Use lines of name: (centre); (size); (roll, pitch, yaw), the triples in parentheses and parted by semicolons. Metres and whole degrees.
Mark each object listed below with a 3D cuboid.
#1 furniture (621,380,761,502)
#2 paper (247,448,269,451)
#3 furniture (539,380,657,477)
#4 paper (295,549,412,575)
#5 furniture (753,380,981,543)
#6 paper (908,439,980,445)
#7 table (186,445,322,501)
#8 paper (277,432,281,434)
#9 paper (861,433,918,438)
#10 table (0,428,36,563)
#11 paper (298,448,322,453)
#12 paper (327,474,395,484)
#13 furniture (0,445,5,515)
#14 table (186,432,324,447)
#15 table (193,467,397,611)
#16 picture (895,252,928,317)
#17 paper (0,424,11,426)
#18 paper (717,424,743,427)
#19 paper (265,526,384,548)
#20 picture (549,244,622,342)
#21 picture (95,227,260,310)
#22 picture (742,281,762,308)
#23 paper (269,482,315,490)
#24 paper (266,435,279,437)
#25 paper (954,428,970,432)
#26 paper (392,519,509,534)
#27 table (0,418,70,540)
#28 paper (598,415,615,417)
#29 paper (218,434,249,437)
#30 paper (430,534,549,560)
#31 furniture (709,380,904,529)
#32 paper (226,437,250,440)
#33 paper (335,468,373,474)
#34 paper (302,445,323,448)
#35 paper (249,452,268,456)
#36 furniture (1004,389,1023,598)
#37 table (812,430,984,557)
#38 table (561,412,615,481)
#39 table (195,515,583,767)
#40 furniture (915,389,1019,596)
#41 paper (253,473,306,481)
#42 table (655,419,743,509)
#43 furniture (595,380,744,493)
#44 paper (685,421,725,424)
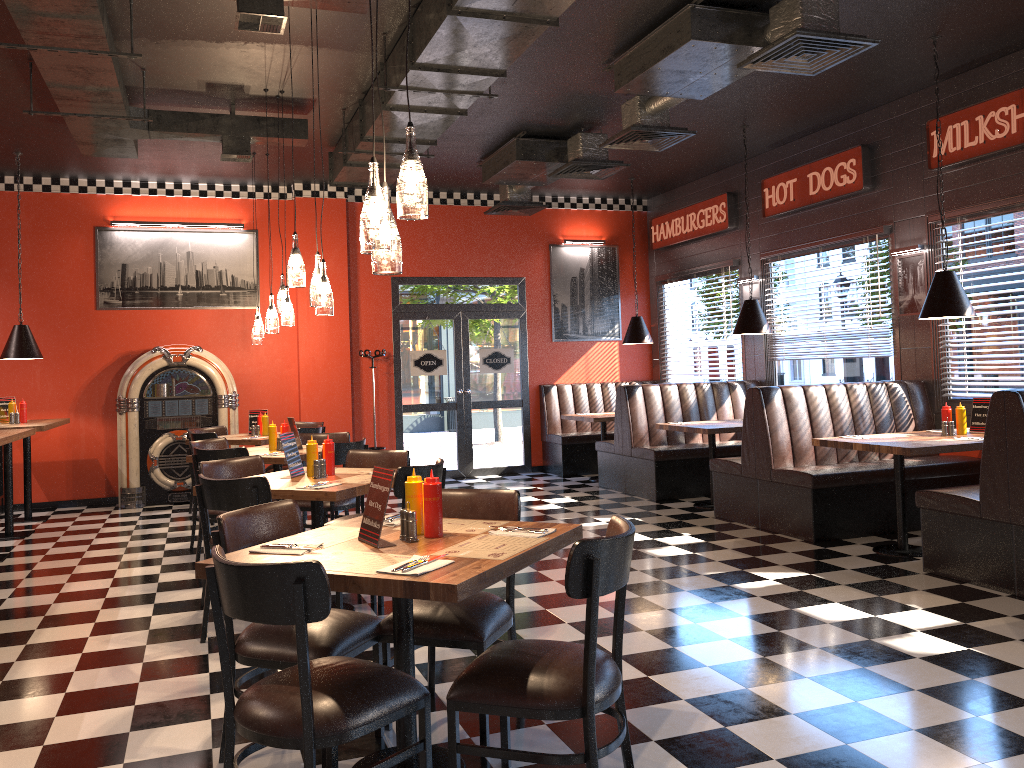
furniture: (2.099, 0.558, 9.402); (1.710, 1.156, 0.705); (-2, -1, -20)
paper: (-2.181, 0.539, 7.240); (0.261, 0.001, 0.365); (-2, 1, 24)
furniture: (1.299, 0.549, 11.651); (1.710, 1.156, 0.705); (-2, -1, -20)
paper: (-0.501, 0.554, 2.771); (0.365, 0.001, 0.261); (-1, 1, 28)
furniture: (2.900, 0.567, 7.153); (1.710, 1.156, 0.705); (-2, -1, -20)
paper: (2.896, 0.389, 5.943); (0.365, 0.001, 0.261); (-2, 1, -22)
table: (-1.873, 0.919, 7.076); (0.959, 0.775, 0.956); (-2, 0, 25)
paper: (-2.437, 0.515, 9.288); (0.365, 0.001, 0.261); (-2, 1, 25)
paper: (2.786, 0.383, 6.572); (0.365, 0.001, 0.261); (-2, 1, -19)
table: (-4.027, 0.887, 6.509); (0.696, 1.001, 1.690); (-2, 0, -20)
paper: (-1.569, 0.523, 6.968); (0.261, 0.001, 0.365); (-2, 1, 25)
paper: (-0.830, 0.530, 4.951); (0.261, 0.001, 0.365); (-2, 1, 23)
furniture: (-4.550, 0.849, 5.296); (1.104, 1.150, 8.749); (-2, 1, -20)
table: (-2.577, 0.912, 8.976); (0.959, 0.775, 0.956); (-2, 0, 25)
table: (-1.101, 0.925, 5.080); (0.959, 0.775, 0.956); (-2, 0, 25)
picture: (3.525, -0.875, 7.809); (0.012, 0.537, 0.350); (-1, -1, -20)
paper: (-4.797, 0.386, 8.163); (0.261, 0.001, 0.365); (-2, 1, -17)
paper: (2.065, 0.382, 8.142); (0.365, 0.001, 0.261); (-2, 1, -18)
paper: (-0.673, 0.553, 3.216); (0.261, 0.001, 0.365); (-1, 1, 25)
picture: (0.999, -1.231, 11.985); (1.023, 1.303, 0.016); (-2, -2, -20)
picture: (-3.847, -1.331, 10.264); (1.770, 0.941, 0.023); (-2, -2, -20)
picture: (2.725, -0.884, 10.059); (0.012, 0.537, 0.350); (-1, -1, -20)
paper: (-1.243, 0.547, 4.778); (0.365, 0.001, 0.261); (-2, 1, 24)
paper: (-2.298, 0.517, 8.844); (0.261, 0.001, 0.365); (-2, 1, 24)
paper: (3.507, 0.354, 6.833); (0.365, 0.001, 0.261); (-2, 1, -18)
paper: (-0.228, 0.536, 3.351); (0.365, 0.001, 0.261); (-2, 1, 25)
table: (-4.744, 0.879, 8.524); (0.696, 1.001, 1.690); (-2, 0, -20)
paper: (1.212, 0.375, 10.389); (0.365, 0.001, 0.261); (-2, 1, -22)
paper: (-2.880, 0.533, 9.111); (0.261, 0.001, 0.365); (-1, 1, 27)
paper: (-0.067, 0.537, 2.934); (0.261, 0.001, 0.365); (-1, 1, 26)
furniture: (2.663, 0.564, 7.818); (1.710, 1.156, 0.705); (-2, -1, -20)
paper: (-2.714, 0.534, 8.678); (0.365, 0.001, 0.261); (-1, 1, 25)
paper: (-0.977, 0.528, 5.392); (0.365, 0.001, 0.261); (-2, 1, 24)
paper: (-1.738, 0.522, 7.383); (0.365, 0.001, 0.261); (-2, 1, 24)
paper: (-2.000, 0.540, 6.798); (0.365, 0.001, 0.261); (-1, 1, 27)
furniture: (3.700, 0.576, 4.904); (1.710, 1.156, 0.705); (-2, -1, -20)
table: (3.179, 0.761, 6.356); (1.692, 0.775, 0.955); (-2, 0, -20)
table: (1.581, 0.743, 10.850); (1.692, 0.775, 0.955); (-2, 0, -20)
table: (-0.363, 0.933, 3.049); (0.956, 0.775, 0.960); (-2, 0, 25)
furniture: (3.463, 0.573, 5.569); (1.710, 1.156, 0.705); (-2, -1, -20)
paper: (-1.417, 0.546, 5.207); (0.261, 0.001, 0.365); (-1, 1, 26)
table: (2.384, 0.752, 8.591); (1.692, 0.775, 0.955); (-2, 0, -20)
furniture: (1.863, 0.555, 10.067); (1.710, 1.156, 0.705); (-2, -1, -20)
paper: (1.905, 0.377, 8.769); (0.365, 0.001, 0.261); (-2, 1, -18)
